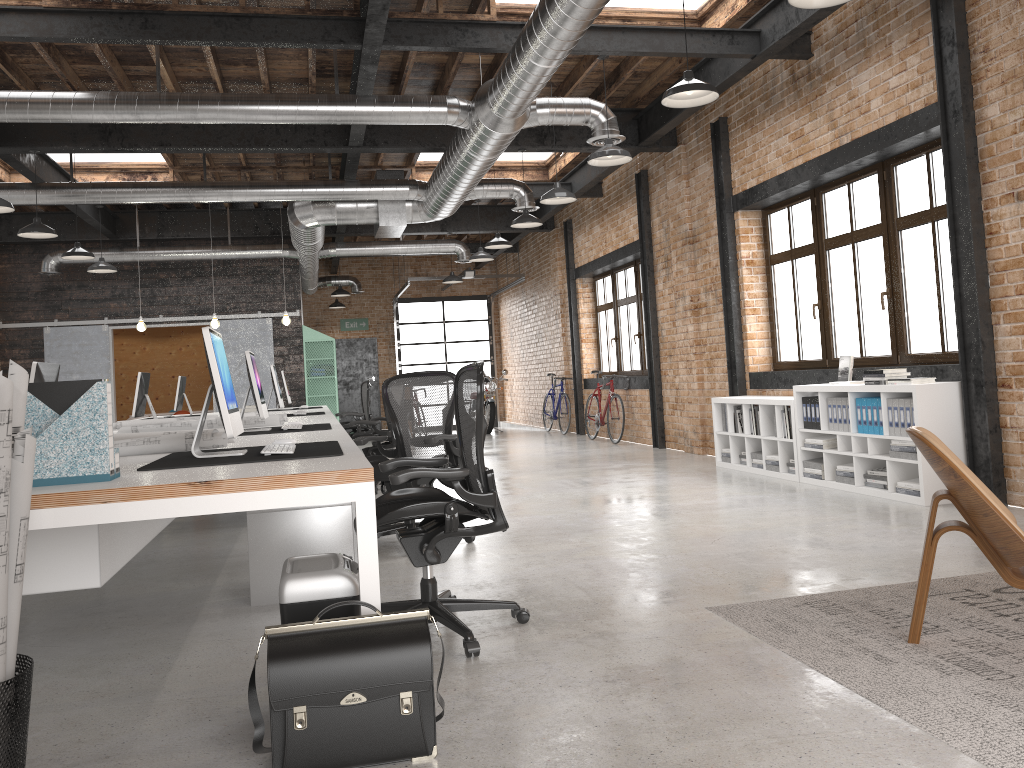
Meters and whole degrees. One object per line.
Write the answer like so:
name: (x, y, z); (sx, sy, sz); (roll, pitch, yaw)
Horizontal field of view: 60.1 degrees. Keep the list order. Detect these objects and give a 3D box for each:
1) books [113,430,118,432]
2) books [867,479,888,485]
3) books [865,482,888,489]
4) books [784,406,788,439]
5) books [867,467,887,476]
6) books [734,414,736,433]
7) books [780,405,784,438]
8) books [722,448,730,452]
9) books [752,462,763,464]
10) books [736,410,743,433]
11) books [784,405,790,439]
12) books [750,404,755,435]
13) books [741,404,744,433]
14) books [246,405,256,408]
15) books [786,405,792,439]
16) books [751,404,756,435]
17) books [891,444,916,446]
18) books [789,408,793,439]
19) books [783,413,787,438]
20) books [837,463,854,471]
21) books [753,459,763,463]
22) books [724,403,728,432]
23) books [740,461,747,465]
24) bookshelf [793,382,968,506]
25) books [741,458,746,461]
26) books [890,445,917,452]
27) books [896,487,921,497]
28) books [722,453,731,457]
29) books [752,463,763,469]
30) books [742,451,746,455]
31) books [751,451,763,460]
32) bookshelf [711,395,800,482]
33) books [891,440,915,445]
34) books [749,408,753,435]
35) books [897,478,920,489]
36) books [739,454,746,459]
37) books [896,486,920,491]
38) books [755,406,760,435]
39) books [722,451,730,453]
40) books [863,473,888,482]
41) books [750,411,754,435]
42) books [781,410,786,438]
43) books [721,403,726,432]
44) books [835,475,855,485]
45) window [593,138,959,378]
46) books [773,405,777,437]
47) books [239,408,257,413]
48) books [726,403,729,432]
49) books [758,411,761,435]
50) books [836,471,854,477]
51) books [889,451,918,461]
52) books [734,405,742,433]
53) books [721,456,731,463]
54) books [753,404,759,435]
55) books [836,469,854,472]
books: (-3.167, 0.369, 6.915); (0.243, 0.019, 0.205); (-3, 0, 25)
books: (2.731, 0.698, 6.462); (0.164, 0.047, 0.238); (-3, 0, -12)
books: (2.738, 0.727, 6.476); (0.184, 0.050, 0.261); (-3, 0, -12)
books: (2.465, 0.301, 7.589); (0.258, 0.355, 0.049); (-3, -2, -8)
books: (2.750, 0.636, 6.457); (0.199, 0.055, 0.239); (-3, 0, -12)
books: (2.271, 0.305, 8.578); (0.272, 0.355, 0.062); (-3, -2, -8)
books: (2.459, 0.325, 7.673); (0.259, 0.305, 0.040); (-3, -2, -8)
books: (2.216, 0.636, 8.692); (0.214, 0.052, 0.252); (-3, 0, -12)
books: (2.356, 0.707, 8.087); (0.219, 0.034, 0.259); (-3, 0, -12)
books: (2.266, 0.363, 8.506); (0.197, 0.240, 0.058); (-3, -2, -8)
books: (2.472, 0.302, 7.566); (0.259, 0.353, 0.070); (-3, -2, -8)
books: (2.346, 0.303, 8.201); (0.258, 0.355, 0.049); (-3, -2, -8)
books: (2.318, 0.305, 8.400); (0.259, 0.352, 0.065); (-3, -2, -8)
books: (-2.662, 0.228, 9.019); (0.153, 0.030, 0.184); (-3, 0, -15)
books: (2.478, 0.301, 7.536); (0.272, 0.355, 0.062); (-3, -2, -8)
books: (2.353, 0.304, 8.178); (0.259, 0.353, 0.070); (-3, -2, -8)
books: (2.770, 0.400, 6.066); (0.219, 0.039, 0.260); (-3, 0, -12)
books: (2.468, 0.337, 7.500); (0.222, 0.283, 0.061); (-3, -2, -8)
books: (2.423, 0.361, 7.595); (0.162, 0.240, 0.054); (-3, -2, -8)
books: (2.645, 0.625, 6.758); (0.214, 0.052, 0.252); (-3, 0, -12)
books: (2.355, 0.688, 8.083); (0.214, 0.046, 0.251); (-3, 0, -12)
books: (2.236, 0.316, 8.767); (0.249, 0.334, 0.060); (-3, -2, -8)
books: (2.309, 0.738, 8.409); (0.184, 0.050, 0.261); (-3, 0, -12)
bookshelf: (2.721, 0.399, 6.640); (0.400, 0.801, 1.541); (-3, 0, -13)
books: (2.303, 0.709, 8.395); (0.164, 0.047, 0.238); (-3, 0, -12)
books: (2.766, 0.427, 6.071); (0.207, 0.067, 0.275); (-3, 0, -12)
books: (2.803, 0.721, 6.062); (0.207, 0.061, 0.274); (-3, 0, -12)
books: (2.214, 0.681, 8.701); (0.207, 0.067, 0.275); (-3, 0, -12)
books: (2.353, 0.733, 8.093); (0.207, 0.061, 0.274); (-3, 0, -12)
books: (2.321, 0.647, 8.390); (0.199, 0.055, 0.239); (-3, 0, -12)
books: (2.353, 0.652, 8.104); (0.217, 0.078, 0.290); (-3, 0, -13)
bookshelf: (2.381, 0.465, 8.150); (0.400, 0.686, 1.541); (-3, 0, -13)
books: (2.769, 0.382, 6.062); (0.214, 0.052, 0.252); (-3, 0, -12)
books: (2.304, 0.352, 8.240); (0.182, 0.262, 0.056); (-3, -2, -8)
books: (2.805, 0.677, 6.052); (0.214, 0.046, 0.251); (-3, 0, -12)
books: (2.322, 0.679, 8.414); (0.222, 0.055, 0.281); (-3, 0, -12)
books: (2.806, 0.695, 6.056); (0.219, 0.034, 0.259); (-3, 0, -12)
books: (2.349, 0.340, 8.112); (0.222, 0.283, 0.061); (-3, -2, -8)
books: (2.217, 0.655, 8.695); (0.219, 0.039, 0.260); (-3, 0, -12)
books: (2.751, 0.668, 6.480); (0.222, 0.055, 0.281); (-3, 0, -12)
books: (2.304, 0.363, 8.208); (0.162, 0.240, 0.054); (-3, -2, -8)
books: (2.423, 0.349, 7.627); (0.182, 0.262, 0.056); (-3, -2, -8)
books: (2.231, 0.307, 8.829); (0.259, 0.352, 0.065); (-3, -2, -8)
books: (2.650, 0.721, 6.774); (0.217, 0.072, 0.289); (-3, 0, -13)
window: (2.305, -0.953, 10.314); (0.147, 1.694, 8.620); (-3, 0, -13)
books: (2.437, 0.302, 7.788); (0.259, 0.352, 0.065); (-3, -2, -8)
books: (-2.646, 0.259, 9.020); (0.193, 0.044, 0.257); (-3, 0, 5)
books: (2.248, 0.325, 8.736); (0.265, 0.315, 0.025); (-3, -2, -8)
books: (2.354, 0.361, 8.077); (0.197, 0.240, 0.058); (-3, -2, -8)
books: (2.643, 0.670, 6.767); (0.207, 0.067, 0.275); (-3, 0, -12)
books: (2.774, 0.478, 6.078); (0.217, 0.072, 0.289); (-3, 0, -13)
books: (2.261, 0.342, 8.542); (0.222, 0.283, 0.061); (-3, -2, -8)
books: (2.222, 0.732, 8.707); (0.217, 0.072, 0.289); (-3, 0, -13)
books: (2.359, 0.303, 8.149); (0.272, 0.355, 0.062); (-3, -2, -8)
books: (2.646, 0.644, 6.762); (0.219, 0.039, 0.260); (-3, 0, -12)
